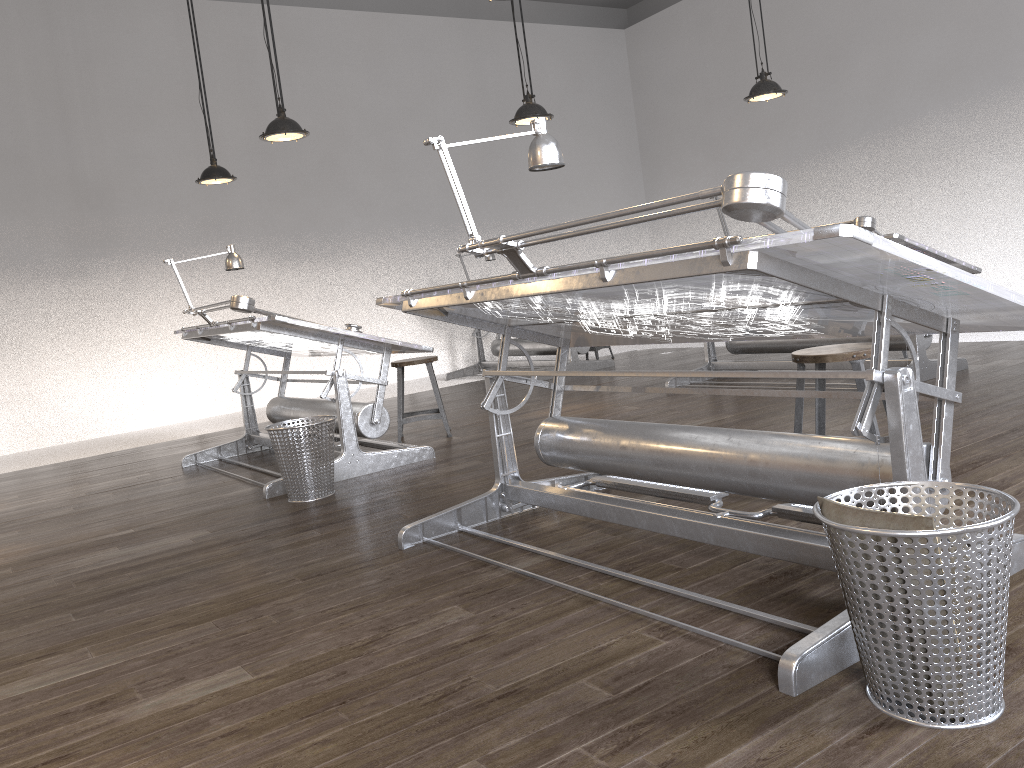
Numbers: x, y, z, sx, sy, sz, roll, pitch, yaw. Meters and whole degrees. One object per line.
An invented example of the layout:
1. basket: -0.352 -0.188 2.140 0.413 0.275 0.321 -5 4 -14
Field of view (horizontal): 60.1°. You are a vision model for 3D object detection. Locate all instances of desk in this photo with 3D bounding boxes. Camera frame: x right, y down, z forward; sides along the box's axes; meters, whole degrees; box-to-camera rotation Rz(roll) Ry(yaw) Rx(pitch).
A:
1. desk: -1.442 -0.187 5.397 1.081 1.382 2.067 -10 6 -33
2. desk: 1.905 -0.702 6.062 1.081 1.382 2.067 -10 6 -33
3. desk: 0.022 -0.783 9.278 1.081 1.382 2.067 -10 6 -33
4. desk: 0.411 -0.145 2.606 1.081 1.382 2.278 -10 6 -33

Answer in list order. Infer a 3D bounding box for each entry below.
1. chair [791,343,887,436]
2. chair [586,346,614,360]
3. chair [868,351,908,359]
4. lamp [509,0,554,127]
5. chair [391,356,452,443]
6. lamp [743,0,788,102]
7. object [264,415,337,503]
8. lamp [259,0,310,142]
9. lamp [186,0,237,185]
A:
1. chair: 1.184 0.136 3.149 0.357 0.526 0.374 -5 5 35
2. chair: 0.856 -0.501 9.738 0.357 0.526 0.374 -5 5 35
3. chair: 2.741 -0.420 6.518 0.357 0.526 0.374 -5 5 35
4. lamp: -0.014 -2.914 6.033 0.313 2.259 0.311 -8 3 -9
5. chair: -0.610 0.097 5.836 0.358 0.526 0.372 -8 4 -5
6. lamp: 1.678 -3.175 6.317 0.310 2.246 0.314 -5 4 36
7. object: -1.013 0.371 4.365 0.353 0.377 0.353 -8 4 -12
8. lamp: -1.572 -2.656 5.488 0.313 2.246 0.311 -8 3 -9
9. lamp: -2.431 -2.675 6.782 0.310 2.246 0.314 -5 4 36
